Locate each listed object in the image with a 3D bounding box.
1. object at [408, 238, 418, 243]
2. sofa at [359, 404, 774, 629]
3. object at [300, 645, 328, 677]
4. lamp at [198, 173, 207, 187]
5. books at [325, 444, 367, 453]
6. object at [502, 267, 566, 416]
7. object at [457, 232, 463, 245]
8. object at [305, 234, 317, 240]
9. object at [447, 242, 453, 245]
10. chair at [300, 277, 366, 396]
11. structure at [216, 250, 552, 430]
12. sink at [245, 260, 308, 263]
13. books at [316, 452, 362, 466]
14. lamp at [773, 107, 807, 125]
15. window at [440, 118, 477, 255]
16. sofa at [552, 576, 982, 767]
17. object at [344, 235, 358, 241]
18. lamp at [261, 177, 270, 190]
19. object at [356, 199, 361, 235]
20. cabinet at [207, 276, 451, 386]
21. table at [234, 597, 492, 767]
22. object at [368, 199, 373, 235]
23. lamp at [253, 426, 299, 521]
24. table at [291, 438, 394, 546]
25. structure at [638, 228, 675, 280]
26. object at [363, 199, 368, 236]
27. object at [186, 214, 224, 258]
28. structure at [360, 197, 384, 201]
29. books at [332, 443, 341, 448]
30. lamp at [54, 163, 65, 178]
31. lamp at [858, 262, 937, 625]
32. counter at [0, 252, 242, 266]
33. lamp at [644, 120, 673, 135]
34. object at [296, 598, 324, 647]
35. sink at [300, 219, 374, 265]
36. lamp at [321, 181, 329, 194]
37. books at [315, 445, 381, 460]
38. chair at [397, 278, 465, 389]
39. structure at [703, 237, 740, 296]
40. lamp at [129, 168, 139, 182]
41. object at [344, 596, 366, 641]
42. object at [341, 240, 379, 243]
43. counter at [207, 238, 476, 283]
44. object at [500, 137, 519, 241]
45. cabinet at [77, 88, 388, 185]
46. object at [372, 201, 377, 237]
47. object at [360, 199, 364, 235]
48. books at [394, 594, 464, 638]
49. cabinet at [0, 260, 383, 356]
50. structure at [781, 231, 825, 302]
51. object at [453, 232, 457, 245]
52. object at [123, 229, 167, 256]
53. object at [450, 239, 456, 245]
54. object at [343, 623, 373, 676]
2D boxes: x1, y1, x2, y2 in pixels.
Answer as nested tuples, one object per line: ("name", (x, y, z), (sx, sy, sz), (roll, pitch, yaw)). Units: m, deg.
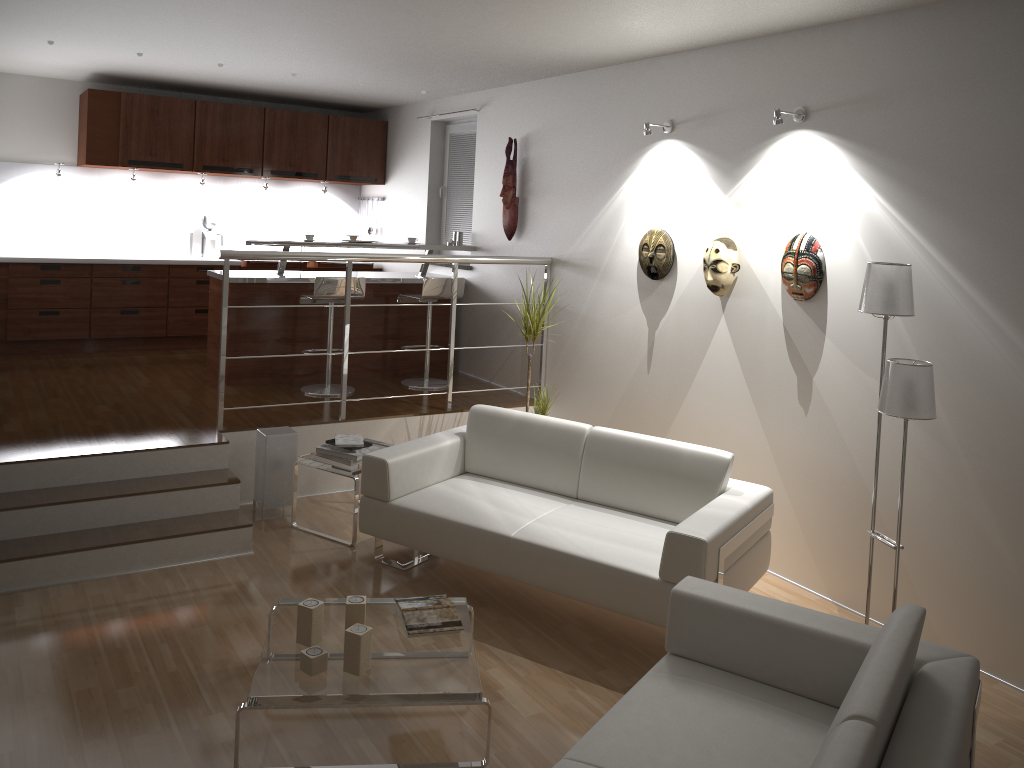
("object", (-0.798, -1.148, 7.012), (0.079, 0.045, 0.068), (4, 8, 4))
("sofa", (0.233, 0.615, 4.199), (1.796, 0.732, 0.912), (9, 9, 32))
("object", (-0.651, 0.904, 2.882), (0.068, 0.073, 0.067), (8, 8, 42))
("lamp", (-2.817, -1.857, 7.960), (0.080, 0.123, 0.081), (3, 4, 7))
("books", (-0.904, 0.343, 4.856), (0.218, 0.014, 0.153), (8, 12, 27))
("object", (0.107, -0.003, 5.508), (0.501, 1.462, 0.444), (2, 3, -20))
("object", (-0.432, -1.207, 7.269), (0.053, 0.111, 0.052), (6, 4, 41))
("object", (-1.503, -1.090, 6.520), (0.079, 0.045, 0.068), (5, 8, 11))
("object", (-0.514, -1.165, 7.267), (0.051, 0.019, 0.051), (-3, 11, -29))
("chair", (-1.307, -0.368, 6.322), (0.388, 0.841, 0.430), (1, 4, -28))
("structure", (-0.734, -0.322, 5.692), (2.325, 1.042, 0.058), (-3, 5, -32))
("sink", (-2.361, -1.142, 8.503), (0.601, 0.198, 0.609), (-3, 12, -32))
("books", (-0.907, 0.390, 4.857), (0.290, 0.027, 0.228), (11, 13, 36))
("lamp", (1.385, -1.349, 4.400), (0.191, 0.107, 0.081), (-3, 7, -32))
("window", (-0.409, -1.695, 7.699), (0.142, 1.256, 0.853), (2, 4, -33))
("sofa", (0.495, 1.037, 2.035), (0.913, 0.731, 1.796), (7, 10, 32))
("object", (-1.228, -1.131, 6.801), (0.140, 0.041, 0.131), (-3, 12, -30))
("lamp", (-2.327, -1.891, 8.270), (0.080, 0.123, 0.081), (3, 4, 7))
("object", (-1.611, -1.748, 9.177), (0.033, 0.379, 0.065), (2, 2, -33))
("cabinet", (-1.439, -0.475, 7.104), (1.849, 0.743, 0.641), (-3, 8, -32))
("table", (-0.505, 1.032, 3.099), (0.793, 0.246, 0.712), (2, 10, -7))
("object", (-1.428, -1.702, 8.937), (0.043, 0.362, 0.091), (2, 3, -33))
("lamp", (-1.358, 0.508, 5.039), (0.192, 0.477, 0.201), (1, 4, -32))
("table", (-0.870, 0.590, 4.945), (0.468, 0.396, 0.554), (7, 9, 32))
("structure", (0.851, -0.787, 5.303), (0.069, 0.313, 0.321), (2, 6, -32))
("object", (-1.505, -1.715, 9.021), (0.020, 0.375, 0.107), (2, 3, -33))
("object", (-2.908, -1.408, 8.330), (0.329, 0.402, 0.165), (-1, 4, -32))
("structure", (-1.455, -1.904, 9.012), (0.048, 0.033, 0.606), (-2, 12, -32))
("books", (-0.904, 0.329, 4.855), (0.219, 0.014, 0.152), (11, 13, 37))
("lamp", (-3.797, -1.788, 7.340), (0.080, 0.123, 0.081), (3, 4, 7))
("lamp", (1.450, 0.370, 3.370), (0.208, 1.657, 0.368), (2, 2, -13))
("counter", (-3.539, -1.105, 7.739), (2.104, 0.039, 0.691), (-4, 13, -32))
("lamp", (0.864, -1.531, 5.227), (0.191, 0.107, 0.081), (-3, 7, -32))
("object", (-0.706, 0.828, 3.066), (0.067, 0.149, 0.067), (5, 4, 27))
("sink", (-1.797, -1.368, 8.848), (0.672, 0.574, 0.608), (-2, 8, -32))
("lamp", (-1.837, -1.925, 8.580), (0.080, 0.123, 0.081), (3, 4, 7))
("books", (-0.905, 0.364, 4.856), (0.289, 0.027, 0.229), (8, 12, 27))
("chair", (-0.635, -0.415, 6.747), (0.387, 0.841, 0.430), (0, 4, -37))
("structure", (1.123, -0.645, 4.823), (0.130, 0.326, 0.246), (1, 5, -32))
("lamp", (-3.307, -1.823, 7.650), (0.080, 0.123, 0.081), (3, 4, 7))
("object", (-0.539, 0.825, 3.008), (0.067, 0.195, 0.068), (3, 3, -8))
("object", (-1.182, -1.113, 6.841), (0.309, 0.010, 0.221), (-3, 12, -30))
("counter", (-1.280, -0.999, 7.087), (2.104, 0.315, 0.851), (-4, 12, -32))
("object", (-0.004, -1.483, 6.669), (0.151, 0.783, 0.152), (3, 2, 12))
("cabinet", (-2.569, -2.289, 8.302), (2.720, 0.630, 0.659), (-4, 9, -32))
("object", (-1.381, -1.669, 8.821), (0.024, 0.379, 0.072), (2, 2, -33))
("object", (-1.563, -1.738, 9.126), (0.008, 0.374, 0.033), (2, 2, -33))
("books", (-0.313, 0.857, 3.260), (0.203, 0.055, 0.297), (0, 11, -17))
("cabinet", (-2.966, -0.768, 8.124), (3.505, 0.792, 0.689), (-4, 8, -32))
("structure", (1.433, -0.590, 4.390), (0.075, 0.351, 0.268), (2, 5, -32))
("object", (-0.469, -1.216, 7.314), (0.053, 0.108, 0.052), (6, 5, 41))
("object", (-3.389, -1.305, 8.085), (0.369, 0.238, 0.158), (-2, 6, -32))
("object", (-0.491, -1.175, 7.256), (0.051, 0.045, 0.051), (5, 7, 14))
("object", (-0.509, 0.870, 2.894), (0.067, 0.150, 0.067), (5, 4, 27))
